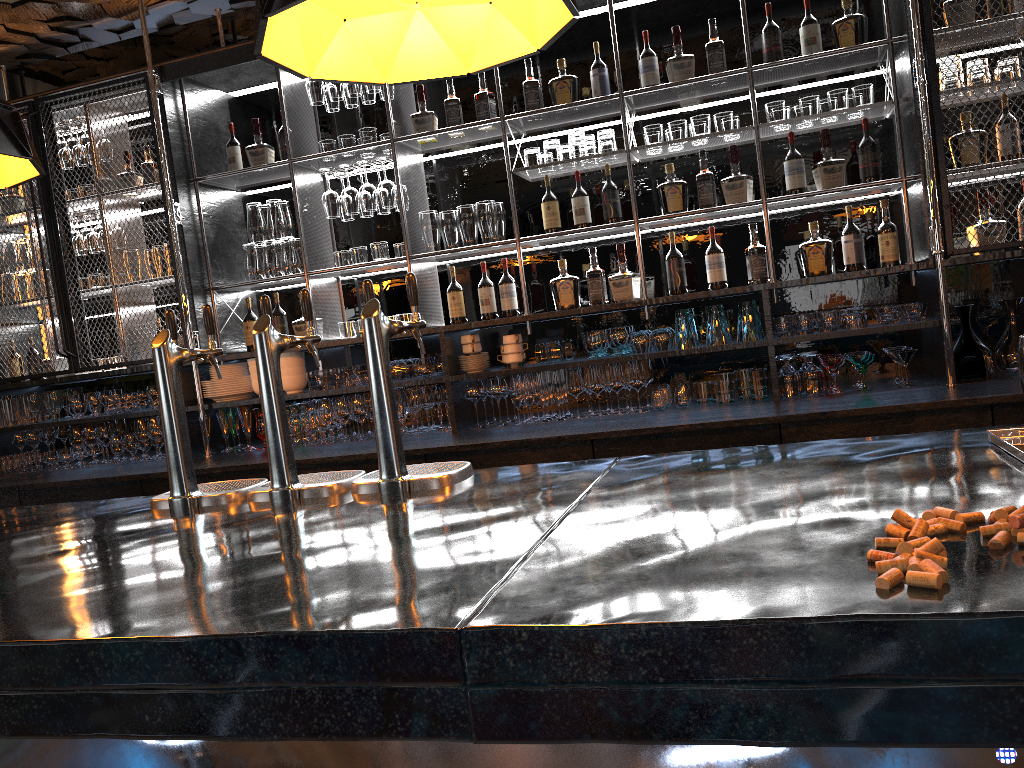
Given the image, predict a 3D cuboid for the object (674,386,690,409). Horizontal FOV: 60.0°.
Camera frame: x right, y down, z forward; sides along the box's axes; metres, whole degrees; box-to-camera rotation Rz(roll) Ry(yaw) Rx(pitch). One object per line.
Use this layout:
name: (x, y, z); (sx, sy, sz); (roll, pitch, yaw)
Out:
object: (0.766, 0.063, 4.004); (0.067, 0.099, 0.067); (-8, 3, -11)

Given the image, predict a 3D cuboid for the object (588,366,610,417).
object: (0.399, 0.036, 4.133); (0.091, 0.229, 0.091); (-9, 4, -26)

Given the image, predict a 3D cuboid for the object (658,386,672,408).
object: (0.712, 0.061, 4.139); (0.067, 0.100, 0.067); (-7, 3, 9)

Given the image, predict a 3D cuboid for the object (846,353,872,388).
object: (1.543, -0.058, 3.925); (0.106, 0.148, 0.106); (-4, 5, 45)

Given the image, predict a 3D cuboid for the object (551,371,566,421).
object: (0.215, 0.056, 4.163); (0.049, 0.231, 0.049); (-7, 3, 12)

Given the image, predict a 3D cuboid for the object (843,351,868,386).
object: (1.572, -0.069, 4.036); (0.106, 0.148, 0.106); (-10, 4, -34)

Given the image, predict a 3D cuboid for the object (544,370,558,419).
object: (0.187, 0.051, 4.304); (0.049, 0.231, 0.049); (-10, 4, -37)

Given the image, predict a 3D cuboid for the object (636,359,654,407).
object: (0.647, -0.006, 4.297); (0.091, 0.229, 0.091); (-6, 3, 14)

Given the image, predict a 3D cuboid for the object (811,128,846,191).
object: (1.395, -0.984, 3.916); (0.123, 0.279, 0.123); (-7, 3, 6)

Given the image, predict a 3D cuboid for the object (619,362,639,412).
object: (0.555, 0.012, 4.202); (0.091, 0.229, 0.091); (-7, 3, 10)

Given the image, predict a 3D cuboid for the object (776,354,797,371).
object: (1.283, -0.049, 4.128); (0.089, 0.174, 0.089); (-9, 4, -23)

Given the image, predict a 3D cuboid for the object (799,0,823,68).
object: (1.320, -1.563, 3.929); (0.086, 0.298, 0.086); (-9, 4, -24)

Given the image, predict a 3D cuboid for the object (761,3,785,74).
object: (1.156, -1.543, 3.949); (0.086, 0.299, 0.086); (-9, 4, -24)

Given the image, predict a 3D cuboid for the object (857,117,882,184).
object: (1.560, -1.015, 3.883); (0.086, 0.299, 0.086); (-9, 4, -24)

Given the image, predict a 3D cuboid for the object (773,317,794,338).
object: (1.184, -0.247, 3.860); (0.084, 0.082, 0.084); (-7, 3, 9)

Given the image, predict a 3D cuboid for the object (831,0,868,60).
object: (1.467, -1.550, 3.855); (0.151, 0.248, 0.094); (-4, 5, 45)

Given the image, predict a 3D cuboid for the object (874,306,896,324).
object: (1.632, -0.299, 3.862); (0.088, 0.070, 0.098); (-4, 4, 40)

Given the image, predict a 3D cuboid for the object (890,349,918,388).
object: (1.662, -0.065, 3.745); (0.107, 0.152, 0.107); (-4, 5, 42)

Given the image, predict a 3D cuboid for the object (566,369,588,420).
object: (0.300, 0.047, 4.158); (0.091, 0.229, 0.091); (-7, 3, 3)

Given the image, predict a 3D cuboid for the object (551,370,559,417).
object: (0.199, 0.046, 4.368); (0.049, 0.231, 0.049); (-7, 3, 6)

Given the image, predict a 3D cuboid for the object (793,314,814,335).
object: (1.260, -0.255, 3.835); (0.084, 0.082, 0.084); (-6, 4, 18)

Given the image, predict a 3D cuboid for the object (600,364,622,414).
object: (0.465, 0.021, 4.231); (0.091, 0.229, 0.091); (-10, 4, -41)

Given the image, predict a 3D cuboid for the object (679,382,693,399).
object: (0.825, 0.042, 4.217); (0.067, 0.099, 0.067); (-8, 3, -11)

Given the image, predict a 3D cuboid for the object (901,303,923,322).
object: (1.711, -0.305, 3.787); (0.098, 0.070, 0.088); (-4, 5, 44)

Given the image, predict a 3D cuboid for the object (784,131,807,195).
object: (1.265, -0.982, 3.976); (0.086, 0.298, 0.086); (-9, 4, -24)

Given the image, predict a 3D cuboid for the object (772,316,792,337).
object: (1.208, -0.255, 3.949); (0.084, 0.082, 0.084); (-8, 3, -6)

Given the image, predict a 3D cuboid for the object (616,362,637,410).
object: (0.551, 0.005, 4.322); (0.091, 0.229, 0.091); (-8, 3, -15)

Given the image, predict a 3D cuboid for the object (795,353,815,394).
object: (1.325, -0.046, 3.983); (0.089, 0.174, 0.089); (-9, 4, -23)

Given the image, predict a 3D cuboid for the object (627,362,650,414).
object: (0.577, 0.016, 4.077); (0.091, 0.229, 0.091); (-8, 3, -11)

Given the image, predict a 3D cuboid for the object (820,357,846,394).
object: (1.399, -0.035, 3.845); (0.106, 0.148, 0.106); (-5, 4, 35)

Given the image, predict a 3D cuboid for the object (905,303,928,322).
object: (1.686, -0.296, 3.692); (0.088, 0.070, 0.098); (-6, 4, 26)

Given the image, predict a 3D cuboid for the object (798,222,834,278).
object: (1.364, -0.601, 3.976); (0.151, 0.248, 0.094); (-6, 4, 26)

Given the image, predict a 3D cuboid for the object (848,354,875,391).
object: (1.511, -0.048, 3.814); (0.106, 0.148, 0.106); (-6, 4, 26)

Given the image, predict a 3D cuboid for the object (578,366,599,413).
object: (0.371, 0.025, 4.377); (0.091, 0.229, 0.091); (-10, 4, -38)

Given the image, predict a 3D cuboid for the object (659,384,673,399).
object: (0.733, 0.052, 4.249); (0.067, 0.100, 0.067); (-7, 3, 9)

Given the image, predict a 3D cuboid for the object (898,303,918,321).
object: (1.739, -0.314, 3.885); (0.098, 0.070, 0.088); (-9, 4, -27)

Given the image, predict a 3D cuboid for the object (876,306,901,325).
object: (1.604, -0.290, 3.769); (0.098, 0.070, 0.088); (-10, 4, -38)

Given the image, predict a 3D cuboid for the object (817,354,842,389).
object: (1.463, -0.057, 4.069); (0.106, 0.148, 0.106); (-5, 4, 35)

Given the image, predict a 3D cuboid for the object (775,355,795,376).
object: (1.252, -0.040, 4.038); (0.089, 0.174, 0.089); (-9, 4, -23)

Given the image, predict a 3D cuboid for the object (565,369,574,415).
object: (0.264, 0.039, 4.345); (0.049, 0.231, 0.049); (-6, 4, 19)

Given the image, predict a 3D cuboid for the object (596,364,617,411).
object: (0.459, 0.015, 4.351); (0.091, 0.229, 0.091); (-9, 4, -21)

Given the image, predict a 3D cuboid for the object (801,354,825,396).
object: (1.319, -0.040, 3.883); (0.089, 0.174, 0.089); (-9, 4, -23)

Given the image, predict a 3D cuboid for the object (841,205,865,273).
object: (1.512, -0.643, 3.944); (0.086, 0.298, 0.086); (-9, 4, -24)

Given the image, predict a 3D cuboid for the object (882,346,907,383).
object: (1.725, -0.087, 3.982); (0.107, 0.152, 0.107); (-6, 4, 23)

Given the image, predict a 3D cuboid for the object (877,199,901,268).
object: (1.647, -0.657, 3.889); (0.080, 0.299, 0.080); (-6, 4, 19)

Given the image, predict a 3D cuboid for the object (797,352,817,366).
object: (1.366, -0.057, 4.072); (0.089, 0.174, 0.089); (-9, 4, -23)

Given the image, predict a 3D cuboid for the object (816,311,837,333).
object: (1.353, -0.265, 3.805); (0.084, 0.082, 0.084); (-5, 4, 34)

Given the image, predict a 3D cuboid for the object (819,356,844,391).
object: (1.433, -0.046, 3.956); (0.106, 0.148, 0.106); (-10, 4, -41)

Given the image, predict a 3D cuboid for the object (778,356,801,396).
object: (1.236, -0.033, 3.945); (0.089, 0.174, 0.089); (-9, 4, -23)

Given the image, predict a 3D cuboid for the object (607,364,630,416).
object: (0.486, 0.026, 4.106); (0.091, 0.229, 0.091); (-4, 5, 44)

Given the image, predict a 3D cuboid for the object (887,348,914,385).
object: (1.693, -0.075, 3.857); (0.107, 0.152, 0.107); (-5, 4, 31)

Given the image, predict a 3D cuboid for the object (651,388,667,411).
object: (0.667, 0.073, 4.036); (0.067, 0.100, 0.067); (-7, 3, 9)

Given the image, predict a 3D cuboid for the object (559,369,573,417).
object: (0.258, 0.043, 4.285); (0.049, 0.231, 0.049); (-6, 4, 25)

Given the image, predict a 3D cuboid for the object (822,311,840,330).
object: (1.398, -0.276, 3.894); (0.084, 0.082, 0.084); (-4, 5, 44)

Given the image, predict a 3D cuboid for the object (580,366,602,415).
object: (0.373, 0.031, 4.259); (0.091, 0.229, 0.091); (-5, 4, 37)

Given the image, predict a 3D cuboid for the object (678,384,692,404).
object: (0.801, 0.051, 4.123); (0.067, 0.099, 0.067); (-8, 3, -11)

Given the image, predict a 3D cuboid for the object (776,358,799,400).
object: (1.200, -0.023, 3.857); (0.089, 0.174, 0.089); (-9, 4, -23)

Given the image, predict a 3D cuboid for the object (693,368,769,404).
object: (0.992, 0.012, 4.051); (0.356, 0.134, 0.206); (-6, 4, 24)
